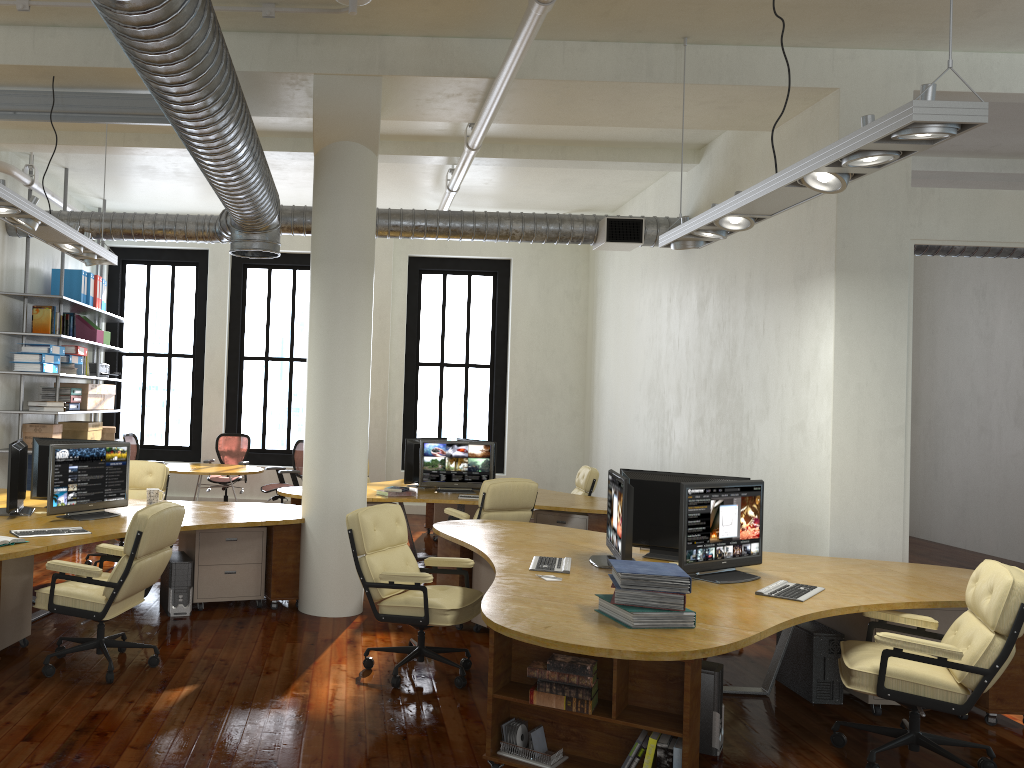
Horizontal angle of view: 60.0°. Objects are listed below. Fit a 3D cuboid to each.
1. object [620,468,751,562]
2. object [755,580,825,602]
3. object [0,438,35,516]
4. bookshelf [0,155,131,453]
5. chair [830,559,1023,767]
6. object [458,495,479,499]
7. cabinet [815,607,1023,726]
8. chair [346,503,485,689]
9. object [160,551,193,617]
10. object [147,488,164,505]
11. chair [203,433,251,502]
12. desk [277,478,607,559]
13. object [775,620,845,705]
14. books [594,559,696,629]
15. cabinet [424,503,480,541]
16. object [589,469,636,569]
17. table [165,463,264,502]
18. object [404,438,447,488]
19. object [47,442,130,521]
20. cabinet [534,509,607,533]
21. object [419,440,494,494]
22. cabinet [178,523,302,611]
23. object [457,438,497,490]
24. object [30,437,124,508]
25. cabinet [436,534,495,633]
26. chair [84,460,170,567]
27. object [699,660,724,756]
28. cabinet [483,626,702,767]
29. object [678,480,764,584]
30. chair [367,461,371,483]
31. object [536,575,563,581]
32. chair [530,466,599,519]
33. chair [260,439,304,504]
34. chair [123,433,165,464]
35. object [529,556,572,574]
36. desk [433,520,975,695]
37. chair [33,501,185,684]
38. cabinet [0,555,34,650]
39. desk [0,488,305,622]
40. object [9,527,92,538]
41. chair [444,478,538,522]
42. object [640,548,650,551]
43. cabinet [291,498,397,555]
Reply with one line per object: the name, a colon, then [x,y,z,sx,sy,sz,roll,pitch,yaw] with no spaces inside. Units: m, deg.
object: [1.091,0.847,5.696,0.884,0.552,0.265,1,-1,32]
object: [1.494,1.105,4.751,0.252,0.016,0.430,1,-2,35]
object: [-3.797,0.704,6.768,0.274,0.552,0.856,2,-1,-23]
bookshelf: [-5.809,-0.355,11.789,0.646,4.602,3.652,2,-1,-10]
chair: [2.003,1.348,4.301,0.838,1.021,0.666,1,-1,21]
object: [-0.304,1.154,9.005,0.491,0.016,0.222,2,-2,9]
cabinet: [2.408,1.546,5.331,0.885,0.709,0.892,2,-1,-5]
chair: [-0.594,1.289,5.527,0.846,1.021,0.658,1,-1,26]
object: [-2.637,1.561,6.965,0.167,0.411,0.515,2,-1,-28]
object: [-3.065,0.964,7.599,0.119,0.131,0.129,1,-2,36]
chair: [-4.006,1.288,12.564,0.743,1.158,0.743,2,-1,4]
desk: [-0.585,1.551,10.205,3.949,0.734,3.458,2,-1,2]
object: [1.814,1.677,5.442,0.178,0.411,0.486,2,-1,-9]
books: [0.597,0.950,4.027,0.428,0.227,0.445,2,-1,6]
cabinet: [-0.660,1.594,11.239,0.896,0.709,0.881,2,-1,0]
object: [0.635,0.824,5.444,0.297,0.552,0.790,2,-1,1]
table: [-4.000,1.468,11.611,1.594,0.745,1.373,1,-2,22]
object: [-0.984,0.890,10.105,0.320,0.552,0.731,1,-2,34]
object: [-3.169,0.723,6.679,0.315,0.552,0.744,1,-1,23]
cabinet: [0.765,1.584,8.954,0.972,0.709,0.806,1,-2,31]
object: [-0.597,0.889,9.554,0.794,0.552,0.296,2,-1,-5]
cabinet: [-2.264,1.435,7.357,0.824,0.709,0.952,3,-2,-27]
object: [-0.413,0.909,10.070,0.267,0.552,0.875,3,-2,-32]
object: [-3.533,0.725,7.210,0.835,0.552,0.281,2,-1,10]
cabinet: [0.042,1.498,6.648,0.808,0.709,0.970,3,-2,-35]
chair: [-3.706,1.257,8.464,0.737,1.021,0.760,2,-1,5]
object: [0.818,1.619,4.542,0.521,0.411,0.165,1,-1,28]
cabinet: [0.451,1.447,4.169,0.960,0.709,0.817,1,-1,26]
object: [1.219,0.836,5.105,0.733,0.552,0.319,3,-2,-38]
chair: [-1.924,1.381,10.818,0.660,1.021,0.844,3,-1,-30]
object: [0.202,1.065,4.883,0.106,0.015,0.141,2,-2,-17]
chair: [0.574,1.458,10.412,0.790,1.021,0.709,2,-1,1]
chair: [-5.714,1.152,9.675,7.218,1.158,1.033,3,-2,-34]
chair: [-4.817,1.238,11.749,0.767,1.158,0.720,2,-1,0]
object: [0.234,1.075,5.307,0.238,0.016,0.457,2,-2,7]
desk: [0.712,1.479,5.724,3.551,0.734,3.818,3,-2,-34]
chair: [-2.467,1.221,5.430,0.803,1.021,0.697,2,-1,6]
cabinet: [-3.463,1.343,5.446,0.904,0.709,0.873,2,-1,3]
desk: [-3.858,1.354,7.106,3.843,0.734,3.522,1,-2,34]
object: [-3.036,0.975,5.840,0.431,0.016,0.251,3,-2,-39]
chair: [-0.230,1.379,8.465,0.654,1.021,0.851,3,-2,-35]
object: [1.135,1.125,5.998,0.516,0.016,0.210,1,-2,27]
cabinet: [-1.757,1.503,9.259,0.819,0.709,0.957,3,-2,-30]
